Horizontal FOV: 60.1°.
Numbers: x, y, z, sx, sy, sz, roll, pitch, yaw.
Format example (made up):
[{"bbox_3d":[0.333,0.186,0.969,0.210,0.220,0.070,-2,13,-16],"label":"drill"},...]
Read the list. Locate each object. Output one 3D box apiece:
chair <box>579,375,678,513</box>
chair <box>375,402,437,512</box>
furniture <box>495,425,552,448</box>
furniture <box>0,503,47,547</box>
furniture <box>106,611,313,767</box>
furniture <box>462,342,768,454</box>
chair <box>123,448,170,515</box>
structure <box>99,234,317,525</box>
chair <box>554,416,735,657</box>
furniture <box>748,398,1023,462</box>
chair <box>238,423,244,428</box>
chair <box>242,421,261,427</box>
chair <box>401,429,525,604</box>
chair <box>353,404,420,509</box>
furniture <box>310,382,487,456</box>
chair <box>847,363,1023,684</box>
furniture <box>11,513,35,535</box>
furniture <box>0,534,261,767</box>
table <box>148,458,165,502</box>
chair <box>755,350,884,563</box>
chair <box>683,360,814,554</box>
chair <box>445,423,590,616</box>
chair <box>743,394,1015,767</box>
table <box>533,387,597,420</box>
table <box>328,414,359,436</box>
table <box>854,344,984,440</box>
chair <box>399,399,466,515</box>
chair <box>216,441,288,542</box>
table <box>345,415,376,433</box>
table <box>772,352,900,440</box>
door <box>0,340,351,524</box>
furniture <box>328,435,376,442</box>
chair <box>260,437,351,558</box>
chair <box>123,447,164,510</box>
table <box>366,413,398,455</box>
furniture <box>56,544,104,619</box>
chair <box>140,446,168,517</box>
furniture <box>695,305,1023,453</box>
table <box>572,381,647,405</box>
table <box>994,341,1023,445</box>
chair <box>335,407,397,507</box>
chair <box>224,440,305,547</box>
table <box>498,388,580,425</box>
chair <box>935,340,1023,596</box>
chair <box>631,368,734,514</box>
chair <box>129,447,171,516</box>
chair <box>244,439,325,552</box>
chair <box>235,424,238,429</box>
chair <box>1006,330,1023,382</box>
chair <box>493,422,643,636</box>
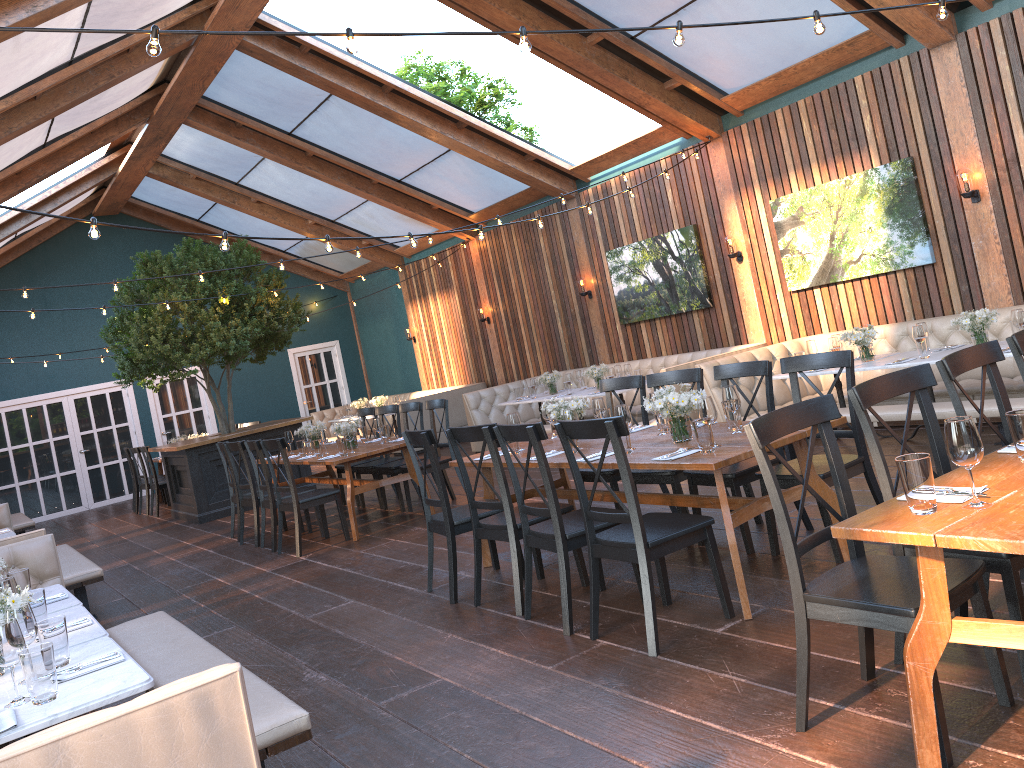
[{"bbox_3d":[0.727,0.490,6.176,0.543,1.021,0.474,-12,0,-33],"label":"chair"},{"bbox_3d":[-1.102,0.732,9.029,0.543,1.021,0.474,-12,0,-33],"label":"chair"},{"bbox_3d":[0.321,0.693,10.292,0.315,0.399,2.315,-12,2,-33],"label":"furniture"},{"bbox_3d":[-4.719,1.664,6.950,1.720,0.859,4.133,-13,3,-33],"label":"furniture"},{"bbox_3d":[-1.367,1.357,3.762,0.315,0.399,2.315,-12,2,-33],"label":"furniture"},{"bbox_3d":[1.186,0.249,10.906,1.720,0.859,4.133,-13,3,-33],"label":"furniture"},{"bbox_3d":[-5.740,1.461,13.886,0.542,1.021,0.474,-12,0,-28],"label":"chair"},{"bbox_3d":[-4.005,-0.177,12.025,2.728,3.700,2.836,-12,0,-24],"label":"structure"},{"bbox_3d":[0.593,0.618,4.079,0.543,1.021,0.474,-12,0,-33],"label":"chair"},{"bbox_3d":[2.741,0.373,6.518,0.315,0.399,2.315,-12,2,-33],"label":"furniture"},{"bbox_3d":[-4.375,1.166,14.133,0.543,1.021,0.474,-12,0,-33],"label":"chair"},{"bbox_3d":[-4.082,1.129,13.640,0.474,1.021,0.543,-12,0,40],"label":"chair"},{"bbox_3d":[-0.311,0.739,5.473,0.542,1.021,0.474,-12,0,-25],"label":"chair"},{"bbox_3d":[-1.402,0.772,9.496,0.543,1.021,0.474,-12,0,-38],"label":"chair"},{"bbox_3d":[-2.048,0.678,15.950,1.720,0.859,4.133,-13,3,-33],"label":"furniture"},{"bbox_3d":[1.611,0.453,3.134,0.480,1.021,0.536,-11,0,-33],"label":"chair"},{"bbox_3d":[-7.039,2.109,12.607,0.315,0.399,2.315,-12,2,-33],"label":"furniture"},{"bbox_3d":[-2.292,1.342,3.164,1.720,0.859,4.133,-13,3,-33],"label":"furniture"},{"bbox_3d":[-5.004,1.451,14.009,0.956,0.730,2.416,-13,2,-33],"label":"table"},{"bbox_3d":[1.627,0.371,4.773,0.543,1.021,0.474,-12,0,-33],"label":"chair"},{"bbox_3d":[1.327,0.410,5.241,0.542,1.021,0.474,-12,0,-28],"label":"chair"},{"bbox_3d":[0.017,0.693,5.015,0.543,1.021,0.474,-12,0,-36],"label":"chair"},{"bbox_3d":[1.151,0.563,2.826,0.480,1.021,0.536,-11,0,-38],"label":"chair"},{"bbox_3d":[0.844,0.428,10.664,0.803,0.673,0.794,-12,1,-33],"label":"table"},{"bbox_3d":[-2.839,0.916,16.407,0.804,0.673,0.794,-12,1,-34],"label":"table"},{"bbox_3d":[3.263,0.107,6.890,0.803,0.673,0.794,-12,1,-33],"label":"table"},{"bbox_3d":[-0.802,0.692,8.561,0.542,1.021,0.474,-12,0,-28],"label":"chair"},{"bbox_3d":[-2.740,1.060,9.268,0.542,1.021,0.474,-12,0,-28],"label":"chair"},{"bbox_3d":[-2.402,0.858,15.726,0.803,0.673,0.794,-12,1,-33],"label":"table"},{"bbox_3d":[2.827,0.165,7.571,0.804,0.673,0.794,-12,1,-34],"label":"table"},{"bbox_3d":[-6.868,0.952,16.705,8.225,2.212,0.172,-13,0,-33],"label":"door"},{"bbox_3d":[-2.931,1.124,15.363,0.315,0.399,2.315,-12,2,-33],"label":"furniture"},{"bbox_3d":[-1.850,0.944,7.859,0.543,1.021,0.474,-12,0,-38],"label":"chair"},{"bbox_3d":[-5.974,1.485,14.398,0.542,1.021,0.474,-12,0,-28],"label":"chair"},{"bbox_3d":[-1.965,0.800,15.045,0.804,0.673,0.794,-12,1,-34],"label":"table"},{"bbox_3d":[-3.787,1.678,7.536,0.315,0.399,2.315,-12,2,-33],"label":"furniture"},{"bbox_3d":[-5.088,1.369,12.986,0.543,1.021,0.474,-12,0,-33],"label":"chair"},{"bbox_3d":[3.607,-0.072,7.129,1.720,0.859,4.133,-13,3,-33],"label":"furniture"},{"bbox_3d":[1.281,0.370,9.982,0.804,0.673,0.794,-12,1,-34],"label":"table"},{"bbox_3d":[3.700,0.049,6.209,0.804,0.673,0.794,-12,1,-34],"label":"table"},{"bbox_3d":[-1.702,0.812,9.965,0.543,1.021,0.474,-12,0,-33],"label":"chair"},{"bbox_3d":[-2.470,1.028,8.781,0.543,1.021,0.474,-12,0,-38],"label":"chair"},{"bbox_3d":[0.407,0.486,11.345,0.804,0.673,0.794,-12,1,-34],"label":"table"},{"bbox_3d":[2.070,0.342,3.442,0.480,1.021,0.536,-11,0,-38],"label":"chair"},{"bbox_3d":[1.027,0.450,5.708,0.543,1.021,0.474,-12,0,-38],"label":"chair"},{"bbox_3d":[-5.428,1.418,13.427,0.543,1.021,0.474,-12,0,-38],"label":"chair"},{"bbox_3d":[-2.150,0.983,8.326,0.542,1.021,0.474,-12,0,-30],"label":"chair"},{"bbox_3d":[-4.675,1.206,14.601,0.542,1.021,0.474,-12,0,-28],"label":"chair"},{"bbox_3d":[2.529,0.232,3.750,0.480,1.021,0.536,-11,0,-33],"label":"chair"},{"bbox_3d":[0.288,0.659,4.544,0.542,1.021,0.474,-12,0,-27],"label":"chair"}]
